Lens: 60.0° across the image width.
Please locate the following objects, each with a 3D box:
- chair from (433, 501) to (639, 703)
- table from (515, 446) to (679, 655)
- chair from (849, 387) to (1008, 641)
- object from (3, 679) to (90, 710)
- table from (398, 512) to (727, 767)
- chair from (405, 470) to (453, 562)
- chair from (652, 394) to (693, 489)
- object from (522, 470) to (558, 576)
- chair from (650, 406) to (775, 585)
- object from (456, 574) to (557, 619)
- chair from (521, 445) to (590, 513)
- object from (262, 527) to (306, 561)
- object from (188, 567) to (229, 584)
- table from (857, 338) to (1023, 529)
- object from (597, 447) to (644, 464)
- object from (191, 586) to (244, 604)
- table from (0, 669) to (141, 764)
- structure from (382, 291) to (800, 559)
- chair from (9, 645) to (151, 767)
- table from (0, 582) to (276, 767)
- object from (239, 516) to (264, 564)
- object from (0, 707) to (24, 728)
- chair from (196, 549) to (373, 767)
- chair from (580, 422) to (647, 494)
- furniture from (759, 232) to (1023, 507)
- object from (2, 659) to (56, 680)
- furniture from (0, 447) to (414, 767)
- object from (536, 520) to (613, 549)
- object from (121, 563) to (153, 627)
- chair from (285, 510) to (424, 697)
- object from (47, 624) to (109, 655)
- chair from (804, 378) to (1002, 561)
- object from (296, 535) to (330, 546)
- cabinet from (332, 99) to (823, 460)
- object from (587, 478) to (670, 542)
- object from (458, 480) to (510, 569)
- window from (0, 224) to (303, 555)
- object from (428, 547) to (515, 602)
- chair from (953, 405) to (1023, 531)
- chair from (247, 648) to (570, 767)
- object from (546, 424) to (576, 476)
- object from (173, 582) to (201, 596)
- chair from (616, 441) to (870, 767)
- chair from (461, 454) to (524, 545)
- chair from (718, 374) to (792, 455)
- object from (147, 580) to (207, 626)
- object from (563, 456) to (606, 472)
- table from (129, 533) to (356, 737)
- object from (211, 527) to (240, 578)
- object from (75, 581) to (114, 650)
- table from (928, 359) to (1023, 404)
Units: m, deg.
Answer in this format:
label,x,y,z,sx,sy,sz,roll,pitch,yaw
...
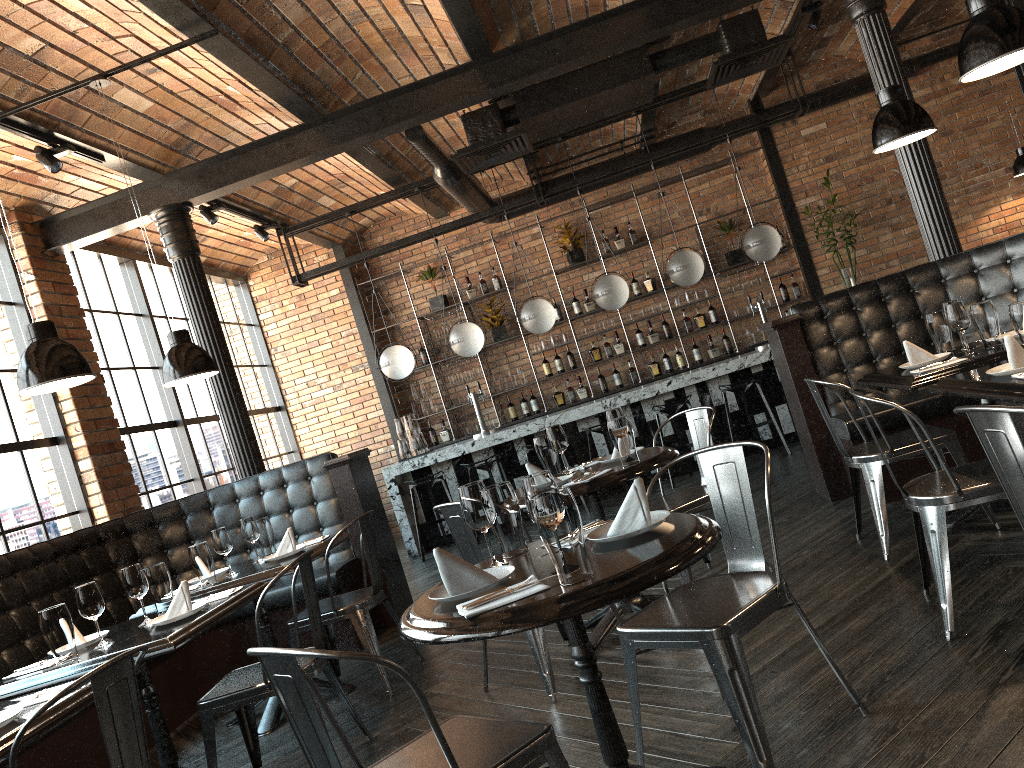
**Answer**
label,x,y,z,sx,sy,sz,roll,pitch,yaw
chair,0.070,0.835,3.816,0.558,0.857,0.504,-17,-1,-38
table,0.458,0.769,4.127,0.866,0.758,0.866,-17,-1,-29
chair,1.586,0.349,3.081,0.558,0.857,0.504,-18,-1,17
object,-1.418,0.937,2.680,0.255,0.019,0.157,-18,-1,8
table,0.223,0.822,2.307,0.866,0.758,0.866,-17,-1,-29
chair,-0.706,1.194,8.228,0.475,0.737,0.414,-17,-1,-3
chair,1.521,0.489,7.921,0.475,0.737,0.414,-18,-1,2
object,0.094,0.335,2.151,0.092,0.244,0.092,-18,-1,4
chair,0.846,0.598,4.440,0.558,0.857,0.504,-17,-1,-28
object,-0.006,0.485,2.070,0.255,0.019,0.157,-17,-1,-12
chair,0.366,0.855,8.080,0.475,0.737,0.414,-18,-1,2
object,-1.196,0.832,4.612,0.232,0.139,0.232,-18,-1,4
object,-1.616,0.965,4.676,0.232,0.139,0.232,-18,-1,2
table,2.248,0.205,4.112,0.872,0.758,0.872,-18,-1,7
object,0.503,0.292,4.217,0.232,0.139,0.232,-17,-1,-23
object,-1.279,0.906,3.762,0.255,0.019,0.157,-18,-1,8
table,-1.544,1.380,2.437,0.872,0.758,0.872,-18,-1,7
structure,1.464,0.158,9.037,5.346,1.430,1.930,-18,-1,7
chair,-1.174,1.210,2.385,0.558,0.857,0.504,-18,-1,12
table,-1.404,1.349,3.518,0.872,0.758,0.872,-18,-1,7
object,-1.386,0.832,4.739,0.092,0.244,0.092,-17,-1,-32
object,-1.478,0.895,2.427,0.232,0.139,0.232,-18,-1,4
chair,-0.943,1.150,3.481,0.558,0.857,0.504,-18,-1,2
chair,0.915,0.681,8.004,0.475,0.737,0.414,-18,-1,17
furniture,2.365,-0.083,2.989,1.979,1.212,5.451,-18,-1,7
object,-1.769,1.055,3.351,0.255,0.019,0.157,-18,-1,8
furniture,-2.108,1.334,3.610,1.979,1.212,5.451,-18,-1,7
object,0.185,0.430,2.535,0.255,0.019,0.157,-17,-1,-32
object,-1.529,0.864,3.636,0.092,0.244,0.092,-17,-1,-32
chair,-0.864,1.138,4.523,0.558,0.857,0.504,-18,-1,12
object,-1.758,0.997,3.573,0.232,0.139,0.232,-18,-1,2
chair,1.780,0.301,4.145,0.558,0.857,0.504,-18,-1,7
object,-1.136,0.874,4.865,0.255,0.019,0.157,-18,-1,8
cabinet,-0.015,-0.527,10.356,7.075,3.779,0.564,-18,-1,7
object,0.298,0.335,2.377,0.232,0.139,0.232,-17,-1,-38
object,-0.080,0.393,2.455,0.092,0.244,0.092,-17,-1,-29
window,-3.802,0.524,2.559,0.168,3.253,16.179,-18,-1,7
object,-0.116,0.464,2.268,0.232,0.139,0.232,-18,-1,4
chair,1.462,0.376,2.037,0.558,0.857,0.504,-17,-1,-3
chair,-0.178,0.892,1.999,0.558,0.857,0.504,-17,-1,-43
object,0.233,0.316,4.246,0.092,0.244,0.092,-18,-1,7
object,-1.627,1.023,4.454,0.255,0.019,0.157,-18,-1,8
chair,0.593,0.657,2.620,0.558,0.857,0.504,-17,-1,-43
chair,-0.166,1.023,8.154,0.475,0.737,0.414,-18,-1,12
chair,2.106,0.304,7.840,0.475,0.737,0.414,-18,-1,12
object,-1.339,0.864,3.509,0.232,0.139,0.232,-18,-1,4
object,0.368,0.394,4.368,0.255,0.019,0.157,-17,-1,-32
table,-1.263,1.317,4.612,0.872,0.758,0.872,-18,-1,7
object,-1.451,0.849,4.484,0.092,0.244,0.092,-17,-1,-32
object,-1.593,0.881,3.381,0.092,0.244,0.092,-17,-1,-43
table,2.106,0.237,3.018,0.872,0.758,0.872,-18,-1,7
